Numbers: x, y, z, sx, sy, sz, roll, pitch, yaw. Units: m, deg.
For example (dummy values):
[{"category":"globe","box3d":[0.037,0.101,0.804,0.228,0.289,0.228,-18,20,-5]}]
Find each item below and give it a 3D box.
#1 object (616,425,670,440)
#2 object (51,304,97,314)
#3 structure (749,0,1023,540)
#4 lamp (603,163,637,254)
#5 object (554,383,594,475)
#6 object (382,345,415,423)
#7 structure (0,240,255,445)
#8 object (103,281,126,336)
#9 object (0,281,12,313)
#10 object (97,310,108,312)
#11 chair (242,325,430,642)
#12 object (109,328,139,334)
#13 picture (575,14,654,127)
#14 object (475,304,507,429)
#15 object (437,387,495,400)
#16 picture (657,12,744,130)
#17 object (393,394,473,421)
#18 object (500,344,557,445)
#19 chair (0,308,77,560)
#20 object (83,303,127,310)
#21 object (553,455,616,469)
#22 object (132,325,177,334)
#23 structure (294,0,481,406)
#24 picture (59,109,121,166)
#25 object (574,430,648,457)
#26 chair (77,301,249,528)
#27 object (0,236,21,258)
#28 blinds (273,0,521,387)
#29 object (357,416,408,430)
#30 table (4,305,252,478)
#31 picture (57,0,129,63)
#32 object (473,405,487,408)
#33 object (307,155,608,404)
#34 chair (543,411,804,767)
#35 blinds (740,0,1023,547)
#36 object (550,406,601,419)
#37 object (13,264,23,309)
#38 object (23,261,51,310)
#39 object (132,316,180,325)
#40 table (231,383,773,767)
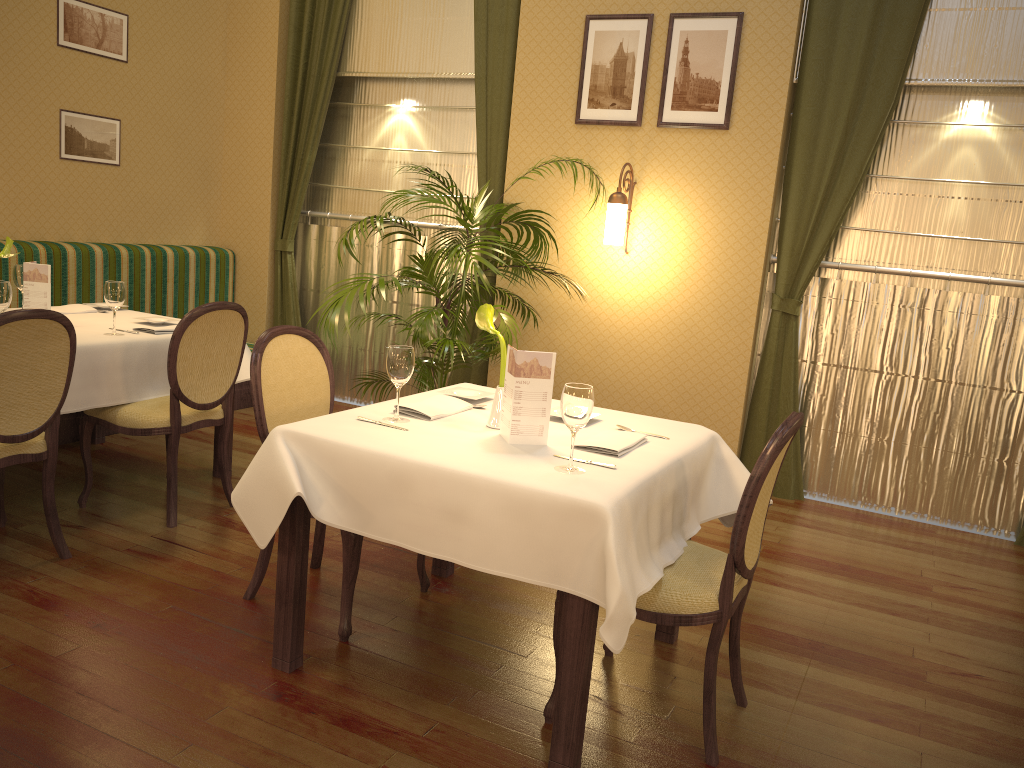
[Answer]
[{"category":"object","box3d":[0.420,0.155,2.857,0.181,0.015,0.038,10,11,26]},{"category":"object","box3d":[-2.207,-0.367,4.367,0.142,0.033,0.273,10,11,25]},{"category":"structure","box3d":[2.381,-1.475,4.507,1.900,4.511,0.134,10,11,25]},{"category":"lamp","box3d":[0.619,-1.006,5.076,0.114,0.513,0.323,8,10,14]},{"category":"object","box3d":[0.164,0.116,2.326,0.088,0.229,0.088,2,10,-16]},{"category":"object","box3d":[-0.346,0.000,2.711,0.088,0.229,0.088,2,10,-16]},{"category":"structure","box3d":[-5.104,0.380,0.105,0.850,1.031,14.516,10,11,25]},{"category":"object","box3d":[-1.710,-0.325,3.816,0.088,0.229,0.088,2,10,-16]},{"category":"object","box3d":[-1.980,-0.282,3.425,0.088,0.229,0.088,2,10,-16]},{"category":"object","box3d":[-2.120,-0.378,4.510,0.181,0.015,0.038,10,11,26]},{"category":"chair","box3d":[-0.610,0.302,3.131,0.571,0.955,0.530,10,11,25]},{"category":"object","box3d":[-1.731,-0.239,3.948,0.185,0.010,0.017,10,11,25]},{"category":"picture","box3d":[0.588,-1.824,5.157,0.412,0.619,0.022,10,11,25]},{"category":"object","box3d":[-0.055,-0.058,2.769,0.076,0.375,0.163,-4,14,-42]},{"category":"object","box3d":[-0.162,0.043,3.159,0.160,0.024,0.160,10,11,25]},{"category":"picture","box3d":[1.042,-1.743,4.942,0.412,0.619,0.022,10,11,25]},{"category":"object","box3d":[-0.254,0.076,2.906,0.142,0.033,0.273,10,11,25]},{"category":"object","box3d":[0.024,0.036,2.578,0.166,0.277,0.081,12,12,31]},{"category":"chair","box3d":[-1.905,0.174,3.165,0.571,0.955,0.530,10,11,25]},{"category":"object","box3d":[-2.115,-0.401,4.619,0.160,0.024,0.160,10,11,25]},{"category":"object","box3d":[0.198,0.211,2.438,0.185,0.010,0.017,10,11,25]},{"category":"object","box3d":[-1.587,-0.255,4.087,0.142,0.024,0.273,10,11,25]},{"category":"structure","box3d":[-0.741,-2.034,5.994,1.942,4.511,0.123,10,11,25]},{"category":"picture","box3d":[-2.630,-1.533,5.541,0.008,0.294,0.437,10,11,25]},{"category":"object","box3d":[0.300,0.174,2.672,0.142,0.024,0.273,10,11,25]},{"category":"chair","box3d":[-1.503,0.082,3.899,0.571,0.955,0.530,10,11,25]},{"category":"object","box3d":[-2.203,-0.446,3.812,0.076,0.375,0.163,8,10,12]},{"category":"blinds","box3d":[-0.789,-2.033,5.890,1.934,4.537,0.225,10,11,24]},{"category":"object","box3d":[-0.386,0.118,2.652,0.185,0.010,0.017,10,11,26]},{"category":"table","box3d":[-2.149,0.123,3.871,1.385,0.759,2.152,10,11,25]},{"category":"picture","box3d":[-2.563,-2.173,5.440,0.008,0.294,0.504,10,11,25]},{"category":"object","box3d":[-0.167,0.066,3.049,0.181,0.015,0.038,10,11,26]},{"category":"object","box3d":[-0.272,-0.438,5.076,1.496,1.807,1.552,6,10,6]},{"category":"chair","box3d":[0.475,0.506,2.560,0.571,0.955,0.530,10,11,25]},{"category":"blinds","box3d":[2.335,-1.473,4.396,1.878,4.537,0.129,10,11,25]},{"category":"object","box3d":[0.197,0.110,2.973,0.160,0.024,0.160,10,11,25]},{"category":"object","box3d":[-2.299,-0.444,4.171,0.088,0.229,0.088,2,10,-16]},{"category":"object","box3d":[-2.069,-0.385,3.835,0.166,0.277,0.081,14,13,41]},{"category":"object","box3d":[-1.709,-0.299,4.261,0.160,0.024,0.160,10,11,25]},{"category":"table","box3d":[0.006,0.509,2.845,1.389,0.759,1.395,10,11,27]}]
